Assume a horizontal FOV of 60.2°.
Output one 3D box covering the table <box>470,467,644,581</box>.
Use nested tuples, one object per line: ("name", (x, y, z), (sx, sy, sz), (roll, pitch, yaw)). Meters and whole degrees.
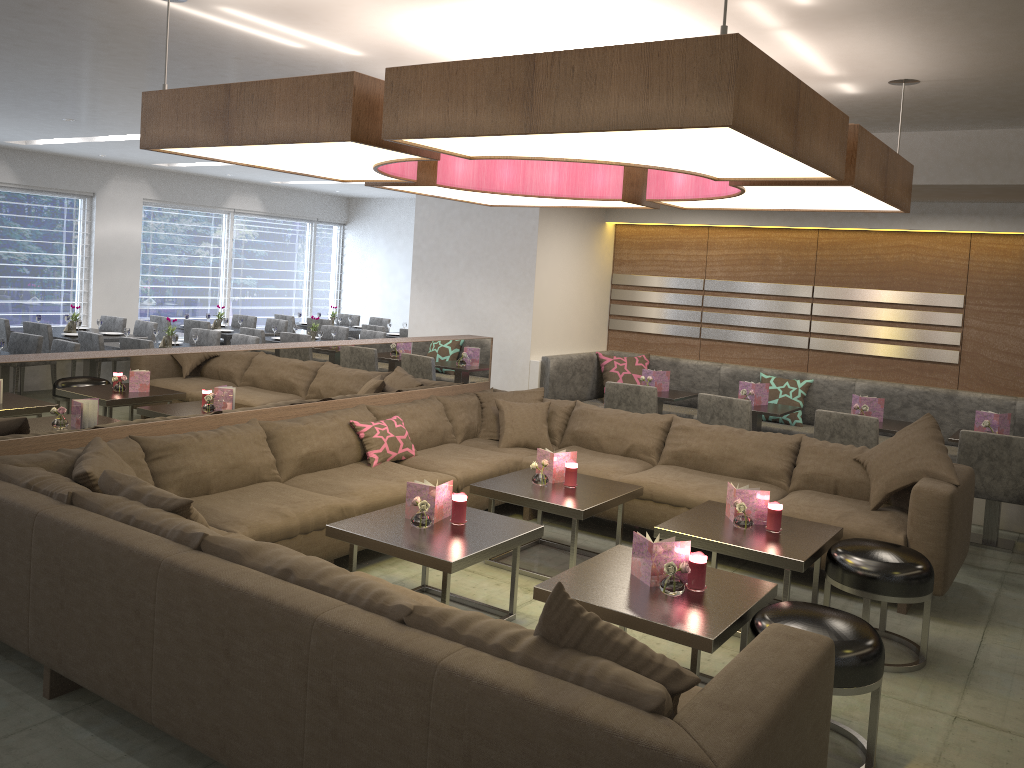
("table", (0.228, 0.729, 4.586), (0.660, 0.410, 0.659), (8, 7, 33))

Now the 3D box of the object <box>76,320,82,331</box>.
("object", (-4.150, -0.545, 8.469), (0.053, 0.138, 0.053), (3, 4, -15))

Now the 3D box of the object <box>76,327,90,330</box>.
("object", (-4.396, -0.562, 8.962), (0.218, 0.015, 0.217), (8, 9, 33))

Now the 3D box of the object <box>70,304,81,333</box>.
("object", (-4.272, -0.641, 8.623), (0.155, 0.275, 0.104), (6, 4, 31))

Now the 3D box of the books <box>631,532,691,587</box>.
("books", (0.545, 0.639, 3.246), (0.157, 0.164, 0.144), (2, 5, -21))

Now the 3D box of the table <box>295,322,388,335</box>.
("table", (-2.351, -0.443, 11.565), (1.194, 0.631, 0.779), (8, 7, 33))

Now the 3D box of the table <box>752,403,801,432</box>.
("table", (1.712, 0.479, 6.311), (0.508, 0.651, 0.507), (7, 5, 33))

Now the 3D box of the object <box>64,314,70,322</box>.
("object", (-4.536, -0.639, 9.014), (0.053, 0.138, 0.053), (3, 4, -15))

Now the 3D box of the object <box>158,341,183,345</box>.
("object", (-3.136, -0.375, 8.124), (0.217, 0.015, 0.218), (2, 7, -10))

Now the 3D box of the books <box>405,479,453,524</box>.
("books", (-0.330, 0.509, 3.828), (0.258, 0.164, 0.144), (3, 5, -3))

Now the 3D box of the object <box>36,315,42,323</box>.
("object", (-4.698, -0.618, 8.771), (0.053, 0.138, 0.053), (3, 4, -15))

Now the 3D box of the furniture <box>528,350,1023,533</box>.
("furniture", (1.992, 0.607, 4.676), (5.671, 0.849, 4.266), (8, 9, 33))

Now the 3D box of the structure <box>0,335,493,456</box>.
("structure", (-1.306, 0.283, 4.987), (0.225, 1.002, 3.782), (6, 7, 33))

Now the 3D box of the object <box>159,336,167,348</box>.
("object", (-3.073, -0.374, 7.821), (0.070, 0.099, 0.204), (4, 6, 3))

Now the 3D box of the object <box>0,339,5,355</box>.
("object", (-3.736, -0.260, 6.455), (0.053, 0.138, 0.053), (3, 3, -9))

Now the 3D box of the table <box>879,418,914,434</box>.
("table", (2.348, 0.573, 5.888), (0.508, 0.651, 0.507), (7, 5, 33))

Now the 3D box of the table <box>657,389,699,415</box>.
("table", (1.076, 0.384, 6.734), (0.508, 0.651, 0.507), (7, 5, 33))

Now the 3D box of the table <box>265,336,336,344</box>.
("table", (-2.077, -0.127, 9.245), (1.194, 0.631, 0.779), (8, 7, 33))

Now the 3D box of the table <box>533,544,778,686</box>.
("table", (0.517, 0.927, 3.190), (0.660, 0.410, 0.659), (8, 7, 33))

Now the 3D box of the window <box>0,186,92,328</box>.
("window", (-7.171, -1.034, 7.823), (0.159, 2.061, 7.118), (6, 7, 33))

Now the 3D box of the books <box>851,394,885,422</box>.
("books", (2.397, 0.164, 5.960), (0.157, 0.164, 0.144), (3, 5, -2))

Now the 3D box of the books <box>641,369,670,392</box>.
("books", (1.108, -0.028, 6.818), (0.157, 0.164, 0.144), (0, 6, -36))

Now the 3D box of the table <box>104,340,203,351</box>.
("table", (-3.025, -0.003, 7.822), (1.194, 0.631, 0.779), (8, 7, 33))

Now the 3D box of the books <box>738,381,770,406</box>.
("books", (1.747, 0.067, 6.392), (0.157, 0.164, 0.144), (0, 6, -36))

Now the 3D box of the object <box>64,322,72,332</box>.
("object", (-4.333, -0.561, 8.659), (0.070, 0.099, 0.204), (4, 6, 3))

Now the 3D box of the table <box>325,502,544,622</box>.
("table", (-0.327, 0.802, 3.752), (0.660, 0.410, 0.659), (8, 7, 33))

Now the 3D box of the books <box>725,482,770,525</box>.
("books", (1.100, 0.560, 4.132), (0.157, 0.164, 0.144), (3, 5, -2))

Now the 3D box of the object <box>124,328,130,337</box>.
("object", (-3.451, -0.430, 7.921), (0.053, 0.138, 0.053), (3, 4, -15))

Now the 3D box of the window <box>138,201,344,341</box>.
("window", (-3.845, -1.468, 12.817), (0.159, 2.062, 3.667), (6, 6, 33))

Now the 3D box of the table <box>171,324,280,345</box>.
("table", (-3.337, -0.314, 10.083), (1.194, 0.631, 0.779), (8, 7, 33))

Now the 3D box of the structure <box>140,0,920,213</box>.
("structure", (0.221, -1.178, 3.833), (2.456, 0.615, 2.448), (8, 8, 33))

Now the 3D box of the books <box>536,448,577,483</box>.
("books", (0.235, 0.431, 4.710), (0.157, 0.164, 0.144), (0, 6, -36))

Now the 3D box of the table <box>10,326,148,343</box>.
("table", (-4.285, -0.190, 8.660), (1.194, 0.631, 0.779), (8, 7, 33))

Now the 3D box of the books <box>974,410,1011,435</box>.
("books", (3.015, 0.256, 5.549), (0.157, 0.164, 0.144), (0, 6, -36))

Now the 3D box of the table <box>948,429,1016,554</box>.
("table", (2.984, 0.668, 5.465), (0.508, 0.651, 0.507), (7, 5, 33))

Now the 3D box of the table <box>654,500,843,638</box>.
("table", (1.073, 0.855, 4.024), (0.660, 0.410, 0.659), (8, 7, 33))

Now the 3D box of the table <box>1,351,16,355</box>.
("table", (-3.964, 0.120, 6.413), (1.194, 0.631, 0.779), (8, 7, 33))

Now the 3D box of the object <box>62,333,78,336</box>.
("object", (-4.124, -0.462, 8.318), (0.218, 0.015, 0.217), (8, 9, 33))

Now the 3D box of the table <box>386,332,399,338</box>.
("table", (-1.091, -0.256, 10.727), (1.194, 0.631, 0.779), (8, 7, 33))

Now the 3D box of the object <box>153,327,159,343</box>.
("object", (-3.289, -0.452, 8.164), (0.053, 0.138, 0.053), (3, 3, -9))

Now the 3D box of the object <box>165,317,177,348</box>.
("object", (-3.012, -0.454, 7.785), (0.155, 0.275, 0.104), (6, 4, 31))

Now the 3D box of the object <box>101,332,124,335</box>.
("object", (-3.910, -0.490, 8.639), (0.218, 0.015, 0.217), (8, 9, 33))

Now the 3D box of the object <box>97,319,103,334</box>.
("object", (-4.057, -0.568, 8.695), (0.053, 0.138, 0.053), (3, 4, -15))
